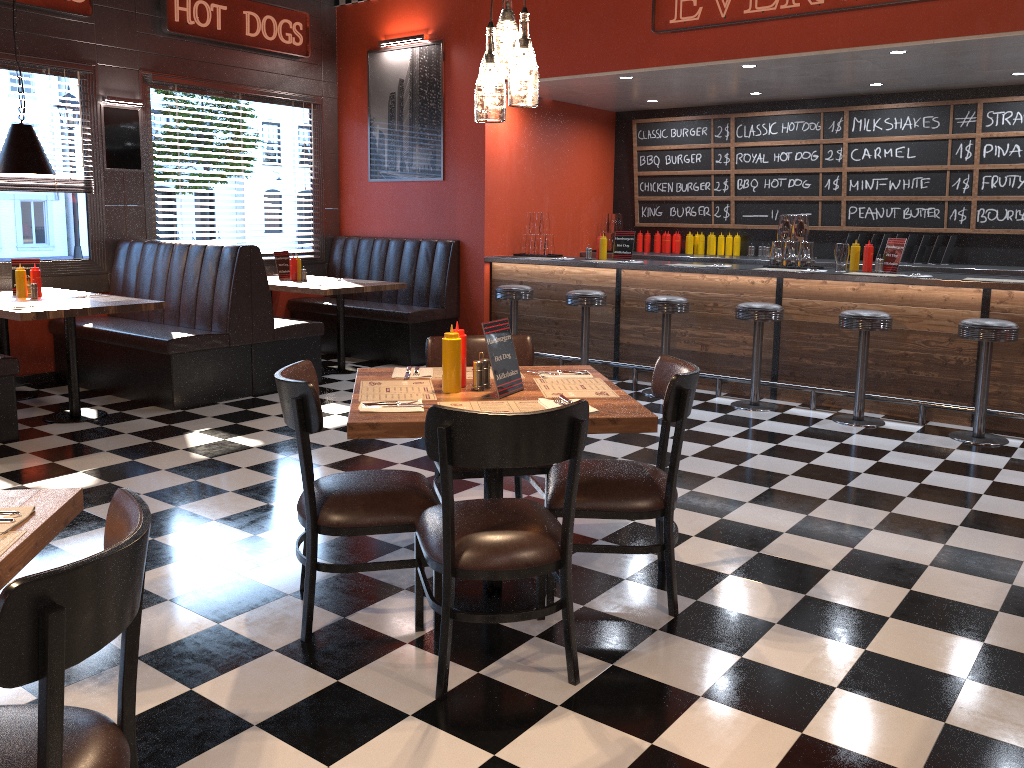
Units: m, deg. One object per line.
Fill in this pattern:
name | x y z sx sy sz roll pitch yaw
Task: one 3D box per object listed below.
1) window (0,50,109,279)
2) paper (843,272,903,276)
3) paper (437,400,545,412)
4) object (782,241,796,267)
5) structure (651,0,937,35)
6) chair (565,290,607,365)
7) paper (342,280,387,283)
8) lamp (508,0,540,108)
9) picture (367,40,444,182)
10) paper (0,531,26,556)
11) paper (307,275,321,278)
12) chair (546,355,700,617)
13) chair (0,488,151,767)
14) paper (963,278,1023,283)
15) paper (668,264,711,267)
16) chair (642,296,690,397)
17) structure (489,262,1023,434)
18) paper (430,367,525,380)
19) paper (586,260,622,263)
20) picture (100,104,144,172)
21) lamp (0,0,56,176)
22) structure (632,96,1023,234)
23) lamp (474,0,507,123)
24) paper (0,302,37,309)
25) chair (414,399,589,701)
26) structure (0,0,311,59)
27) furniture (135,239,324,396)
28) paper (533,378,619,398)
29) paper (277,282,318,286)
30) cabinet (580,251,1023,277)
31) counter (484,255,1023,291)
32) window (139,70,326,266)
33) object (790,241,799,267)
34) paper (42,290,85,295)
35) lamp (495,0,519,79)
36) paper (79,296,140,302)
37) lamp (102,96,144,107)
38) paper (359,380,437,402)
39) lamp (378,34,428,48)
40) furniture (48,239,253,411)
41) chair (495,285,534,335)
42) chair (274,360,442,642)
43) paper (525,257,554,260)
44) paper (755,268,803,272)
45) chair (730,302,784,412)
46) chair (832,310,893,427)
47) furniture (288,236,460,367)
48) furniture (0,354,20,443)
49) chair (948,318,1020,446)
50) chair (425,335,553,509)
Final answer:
window | -4.063 -1.638 6.605 0.128 1.703 2.036 7 12 36
paper | 2.615 -0.794 6.404 0.366 0.001 0.262 9 14 38
paper | -0.050 0.082 2.848 0.365 0.001 0.263 -1 11 -8
object | 2.202 -1.025 7.031 0.105 0.207 0.106 -1 9 -8
structure | 2.268 -2.788 6.090 2.883 0.436 0.122 9 12 36
chair | 0.616 -0.400 7.452 0.348 0.770 0.351 0 9 -3
paper | -1.366 -0.936 8.083 0.366 0.001 0.262 8 13 32
lamp | 0.051 -1.923 2.907 0.108 1.953 0.109 4 9 24
picture | -1.058 -2.660 8.732 1.026 1.293 0.016 8 11 37
paper | -1.044 0.323 1.527 0.261 0.001 0.368 -1 11 -9
paper | -2.015 -1.039 8.576 0.366 0.001 0.262 9 13 36
chair | 0.403 0.349 3.285 0.544 0.862 0.490 1 9 4
chair | -0.899 0.667 1.538 0.544 0.862 0.490 0 9 -5
paper | 3.235 -0.696 5.934 0.366 0.001 0.262 8 13 33
paper | 1.476 -0.976 7.280 0.366 0.001 0.262 9 14 38
chair | 1.215 -0.307 7.004 0.348 0.770 0.351 0 9 -3
structure | 2.556 -0.205 6.337 7.060 1.033 0.216 9 12 36
paper | -0.147 -0.044 3.504 0.365 0.001 0.263 -1 11 -8
paper | 0.819 -1.072 7.743 0.366 0.001 0.262 9 14 38
picture | -3.286 -2.068 7.472 0.012 0.533 0.352 7 11 36
lamp | -3.329 -2.441 5.928 0.382 2.031 0.384 0 8 -4
structure | 3.168 -2.033 8.412 4.555 1.139 0.201 9 12 36
lamp | -0.062 -1.856 2.865 0.108 1.953 0.109 0 8 -6
paper | -3.266 -0.512 5.745 0.366 0.001 0.262 9 14 39
chair | -0.046 0.446 2.746 0.486 0.862 0.548 -1 9 -13
structure | -5.442 -2.655 4.378 0.120 0.435 11.310 7 12 36
furniture | -2.421 -0.630 7.453 1.714 1.147 0.709 8 12 36
paper | 0.227 0.012 3.233 0.261 0.001 0.368 0 11 -5
paper | -1.849 -0.865 7.680 0.366 0.001 0.262 8 13 35
cabinet | 3.041 -0.664 8.399 5.299 0.992 0.678 9 12 36
counter | 2.750 -0.785 6.502 7.060 0.050 0.678 9 14 36
window | -2.620 -1.981 8.492 0.128 1.703 2.036 7 12 36
object | 2.262 -1.042 7.121 0.105 0.207 0.106 -1 9 -8
paper | -3.434 -0.693 6.676 0.366 0.001 0.262 9 14 37
lamp | -0.007 -2.056 3.005 0.108 1.953 0.109 5 10 28
paper | -2.825 -0.597 6.215 0.366 0.001 0.262 9 14 38
lamp | -3.253 -2.361 7.410 0.081 0.056 0.336 8 13 36
paper | -0.408 0.021 3.143 0.261 0.001 0.368 -1 11 -8
lamp | -1.055 -3.327 8.599 0.612 0.056 0.081 9 13 36
furniture | -2.847 -0.528 6.896 1.714 1.147 0.709 8 12 36
chair | 0.017 -0.493 7.900 0.348 0.770 0.351 -1 9 -8
chair | -0.538 0.373 3.096 0.544 0.862 0.489 -1 9 -14
paper | 0.271 -1.154 8.135 0.366 0.001 0.262 9 14 38
paper | 2.069 -0.880 6.820 0.366 0.001 0.262 9 14 38
chair | 1.814 -0.213 6.556 0.348 0.770 0.351 -1 9 -13
chair | 2.414 -0.120 6.108 0.348 0.770 0.351 -1 9 -8
furniture | -1.399 -0.873 8.790 1.714 1.147 0.709 8 12 36
furniture | -3.863 -0.286 5.566 1.714 1.147 0.709 8 12 36
chair | 3.013 -0.027 5.660 0.348 0.770 0.351 -1 9 -8
chair | -0.110 0.245 3.795 0.486 0.862 0.548 -1 9 -13
